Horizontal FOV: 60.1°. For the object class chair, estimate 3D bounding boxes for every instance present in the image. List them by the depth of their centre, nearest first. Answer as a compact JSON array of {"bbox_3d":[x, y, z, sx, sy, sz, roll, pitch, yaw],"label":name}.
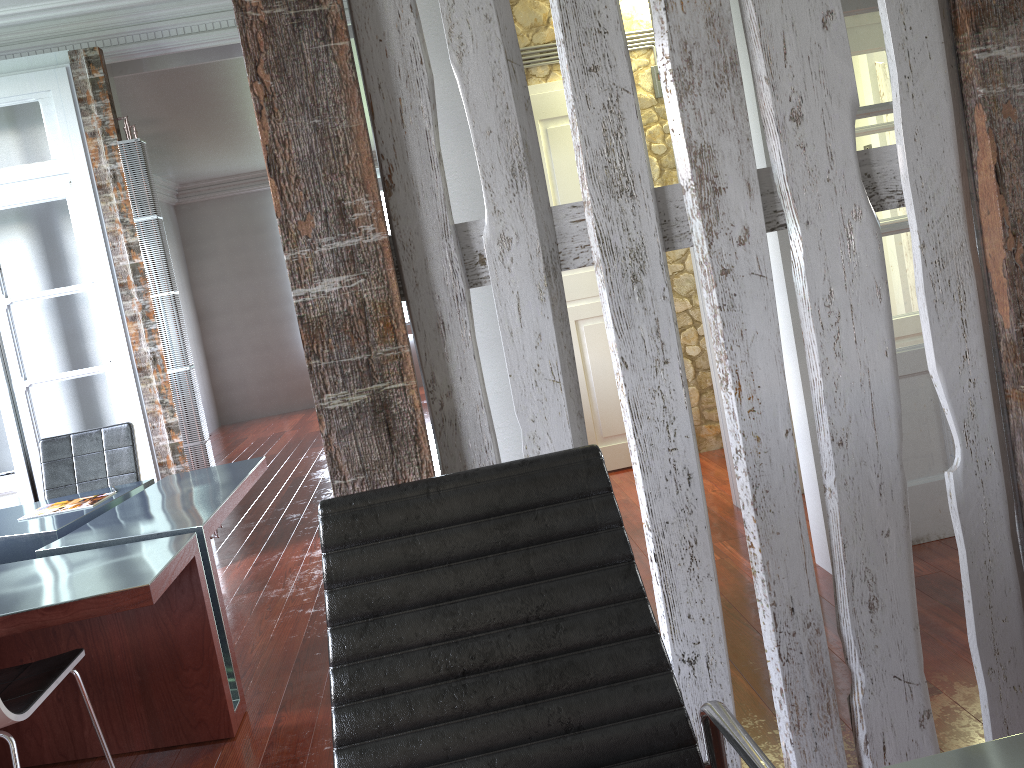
[{"bbox_3d":[0.026,0.663,1.045,0.666,1.018,0.701,-12,6,-10],"label":"chair"},{"bbox_3d":[-1.391,0.826,2.206,0.475,0.915,0.604,-11,5,-5],"label":"chair"},{"bbox_3d":[-1.853,0.692,3.840,0.475,0.915,0.604,-11,5,-5],"label":"chair"}]

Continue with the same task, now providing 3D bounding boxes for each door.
[{"bbox_3d":[1.584,-0.471,3.279,1.077,2.077,0.041,-11,4,-5],"label":"door"},{"bbox_3d":[1.487,-0.566,4.126,1.077,2.077,0.041,-11,4,-5],"label":"door"},{"bbox_3d":[-2.571,0.082,4.579,1.161,2.172,0.041,-11,4,-5],"label":"door"},{"bbox_3d":[0.276,-0.555,5.128,0.869,2.209,0.146,-11,4,-5],"label":"door"}]

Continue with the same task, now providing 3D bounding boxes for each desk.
[{"bbox_3d":[0.418,0.838,0.276,2.509,0.724,1.306,-11,7,-5],"label":"desk"},{"bbox_3d":[-1.683,0.885,3.136,1.446,0.651,1.720,-11,7,-5],"label":"desk"}]

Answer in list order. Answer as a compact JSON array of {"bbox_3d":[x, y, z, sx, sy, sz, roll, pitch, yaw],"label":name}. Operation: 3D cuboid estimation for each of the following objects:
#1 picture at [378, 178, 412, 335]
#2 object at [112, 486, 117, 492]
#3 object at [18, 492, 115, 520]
[{"bbox_3d":[-1.886,-1.509,11.037,1.581,1.979,0.128,-11,4,-5],"label":"picture"},{"bbox_3d":[-1.730,0.458,3.851,0.011,0.011,0.149,-14,8,-28],"label":"object"},{"bbox_3d":[-1.843,0.508,3.677,0.307,0.012,0.225,-11,8,0],"label":"object"}]
